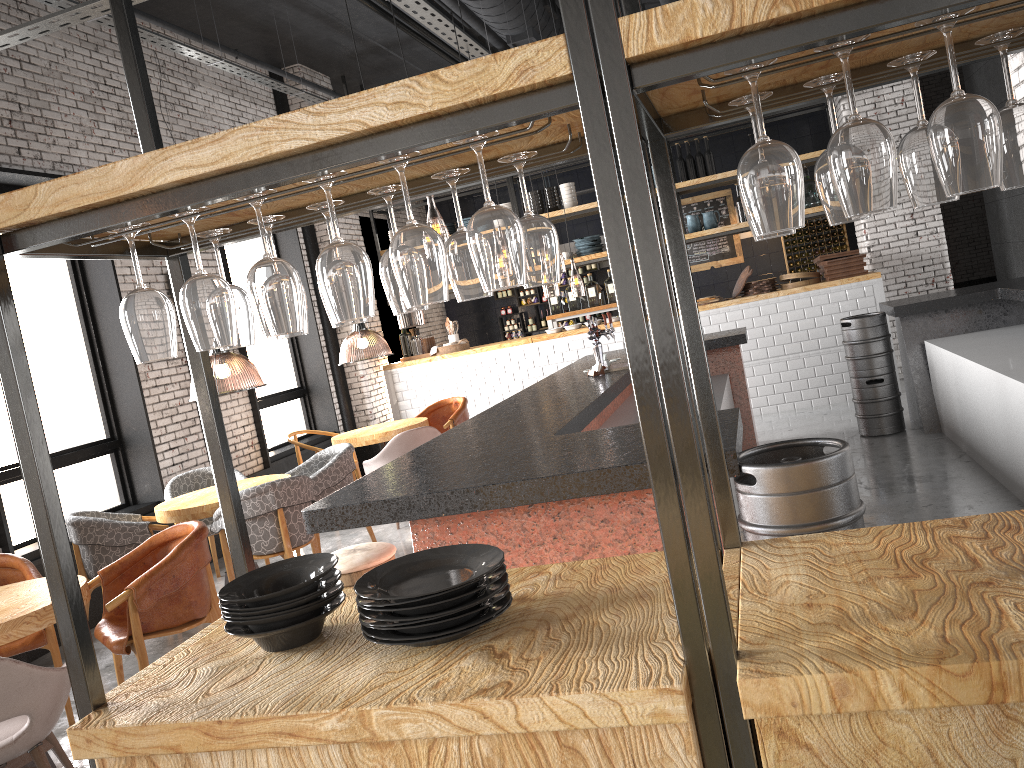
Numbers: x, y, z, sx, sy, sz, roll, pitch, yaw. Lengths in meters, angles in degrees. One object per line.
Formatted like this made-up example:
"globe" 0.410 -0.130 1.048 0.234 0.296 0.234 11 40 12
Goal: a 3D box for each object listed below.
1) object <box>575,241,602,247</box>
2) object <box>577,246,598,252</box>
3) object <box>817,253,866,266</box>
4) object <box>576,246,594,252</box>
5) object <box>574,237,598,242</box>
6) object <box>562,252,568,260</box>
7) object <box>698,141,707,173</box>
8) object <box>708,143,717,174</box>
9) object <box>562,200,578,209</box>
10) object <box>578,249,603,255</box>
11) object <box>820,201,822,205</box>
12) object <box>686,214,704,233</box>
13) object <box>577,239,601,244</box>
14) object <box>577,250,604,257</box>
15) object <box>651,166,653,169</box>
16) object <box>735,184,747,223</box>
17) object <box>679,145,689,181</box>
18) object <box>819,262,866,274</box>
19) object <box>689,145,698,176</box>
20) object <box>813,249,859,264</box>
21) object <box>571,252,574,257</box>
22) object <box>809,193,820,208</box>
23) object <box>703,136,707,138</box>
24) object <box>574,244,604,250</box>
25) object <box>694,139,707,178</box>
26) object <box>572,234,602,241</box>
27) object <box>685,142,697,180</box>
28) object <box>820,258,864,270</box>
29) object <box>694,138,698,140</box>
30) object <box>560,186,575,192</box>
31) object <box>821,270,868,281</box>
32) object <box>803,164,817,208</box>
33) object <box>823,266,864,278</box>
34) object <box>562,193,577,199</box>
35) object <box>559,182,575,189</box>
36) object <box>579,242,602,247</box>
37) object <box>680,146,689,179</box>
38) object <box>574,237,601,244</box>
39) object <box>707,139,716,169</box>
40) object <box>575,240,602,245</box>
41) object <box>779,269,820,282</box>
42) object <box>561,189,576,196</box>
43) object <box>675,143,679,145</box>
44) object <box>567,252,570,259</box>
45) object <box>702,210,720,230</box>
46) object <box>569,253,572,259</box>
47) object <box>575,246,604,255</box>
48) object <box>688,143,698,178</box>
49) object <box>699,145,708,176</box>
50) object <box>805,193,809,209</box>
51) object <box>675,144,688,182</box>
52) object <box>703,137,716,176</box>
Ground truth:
"object" 0.946 -1.715 10.937 0.335 0.052 0.334 -14 5 -36
"object" 0.956 -1.651 10.941 0.335 0.051 0.333 -15 6 -43
"object" 3.633 -1.371 9.802 0.405 0.044 0.637 -10 5 10
"object" 0.954 -1.663 10.940 0.334 0.045 0.335 -10 5 12
"object" 0.935 -1.770 10.933 0.334 0.048 0.335 -11 4 3
"object" 0.653 -1.558 10.803 0.072 0.097 0.072 -15 5 -42
"object" 2.228 -2.644 10.497 0.098 0.458 0.098 -12 3 -6
"object" 2.365 -2.679 10.598 0.098 0.458 0.098 -12 3 -6
"object" 0.726 -2.199 10.942 0.196 0.105 0.196 -12 4 -6
"object" 0.965 -1.613 10.941 0.334 0.046 0.335 -11 4 1
"object" 3.548 -2.117 10.058 0.118 0.180 0.118 -11 4 0
"object" 2.190 -1.912 10.574 0.198 0.230 0.166 -10 4 22
"object" 0.939 -1.741 10.935 0.335 0.035 0.335 -12 5 -9
"object" 0.968 -1.599 10.943 0.335 0.033 0.335 -12 5 -15
"object" 1.717 -2.559 10.609 0.218 0.091 0.219 -8 5 33
"object" 2.686 -2.122 10.435 0.098 0.470 0.098 -11 3 4
"object" 2.021 -2.607 10.558 0.098 0.458 0.098 -9 4 38
"object" 3.650 -1.284 9.807 0.405 0.044 0.637 -10 5 13
"object" 2.157 -2.642 10.658 0.098 0.458 0.098 -9 4 38
"object" 3.559 -1.398 9.752 0.406 0.094 0.638 -10 5 14
"object" 0.744 -1.603 11.140 0.072 0.097 0.072 -10 4 17
"object" 3.429 -2.094 10.074 0.118 0.180 0.118 -12 4 -8
"object" 2.251 -2.865 10.325 0.046 0.031 0.046 -11 4 8
"object" 0.954 -1.686 10.937 0.371 0.071 0.374 -9 5 28
"object" 2.193 -2.626 10.368 0.098 0.458 0.098 -12 3 -6
"object" 0.930 -1.789 10.931 0.372 0.050 0.374 -8 6 38
"object" 2.087 -2.608 10.398 0.098 0.458 0.098 -9 4 38
"object" 3.642 -1.328 9.804 0.404 0.044 0.637 -10 5 17
"object" 2.149 -2.848 10.355 0.046 0.031 0.046 -12 4 -6
"object" 0.692 -2.372 10.935 0.196 0.100 0.197 -10 4 12
"object" 3.667 -1.198 9.812 0.405 0.044 0.637 -10 5 12
"object" 3.421 -2.291 10.235 0.156 0.553 0.106 -10 4 20
"object" 3.659 -1.241 9.809 0.404 0.044 0.637 -10 5 19
"object" 0.709 -2.285 10.937 0.197 0.104 0.196 -15 5 -38
"object" 0.684 -2.416 10.935 0.196 0.103 0.196 -12 4 -6
"object" 0.947 -1.701 10.937 0.334 0.039 0.335 -10 5 16
"object" 2.054 -2.631 10.687 0.098 0.470 0.098 -9 4 38
"object" 0.936 -1.756 10.934 0.334 0.036 0.335 -11 4 6
"object" 2.330 -2.662 10.468 0.098 0.458 0.098 -12 3 -6
"object" 0.943 -1.730 10.937 0.334 0.051 0.335 -8 5 33
"object" 3.224 -1.216 9.944 0.440 0.154 0.436 -13 5 -27
"object" 0.700 -2.329 10.941 0.196 0.103 0.197 -9 5 33
"object" 1.942 -2.811 10.415 0.046 0.031 0.046 -12 4 -6
"object" 0.684 -1.573 10.915 0.072 0.097 0.072 -10 4 20
"object" 2.355 -1.940 10.514 0.166 0.230 0.198 -12 4 -13
"object" 0.714 -1.588 11.028 0.072 0.097 0.072 -10 4 15
"object" 0.960 -1.634 10.944 0.373 0.067 0.372 -11 4 -3
"object" 2.122 -2.625 10.528 0.098 0.458 0.098 -9 4 38
"object" 2.263 -2.661 10.627 0.098 0.458 0.098 -12 3 -6
"object" 3.311 -2.072 10.094 0.119 0.180 0.118 -14 5 -41
"object" 1.985 -2.590 10.428 0.098 0.458 0.098 -9 4 38
"object" 2.295 -2.644 10.338 0.098 0.458 0.098 -12 3 -6
